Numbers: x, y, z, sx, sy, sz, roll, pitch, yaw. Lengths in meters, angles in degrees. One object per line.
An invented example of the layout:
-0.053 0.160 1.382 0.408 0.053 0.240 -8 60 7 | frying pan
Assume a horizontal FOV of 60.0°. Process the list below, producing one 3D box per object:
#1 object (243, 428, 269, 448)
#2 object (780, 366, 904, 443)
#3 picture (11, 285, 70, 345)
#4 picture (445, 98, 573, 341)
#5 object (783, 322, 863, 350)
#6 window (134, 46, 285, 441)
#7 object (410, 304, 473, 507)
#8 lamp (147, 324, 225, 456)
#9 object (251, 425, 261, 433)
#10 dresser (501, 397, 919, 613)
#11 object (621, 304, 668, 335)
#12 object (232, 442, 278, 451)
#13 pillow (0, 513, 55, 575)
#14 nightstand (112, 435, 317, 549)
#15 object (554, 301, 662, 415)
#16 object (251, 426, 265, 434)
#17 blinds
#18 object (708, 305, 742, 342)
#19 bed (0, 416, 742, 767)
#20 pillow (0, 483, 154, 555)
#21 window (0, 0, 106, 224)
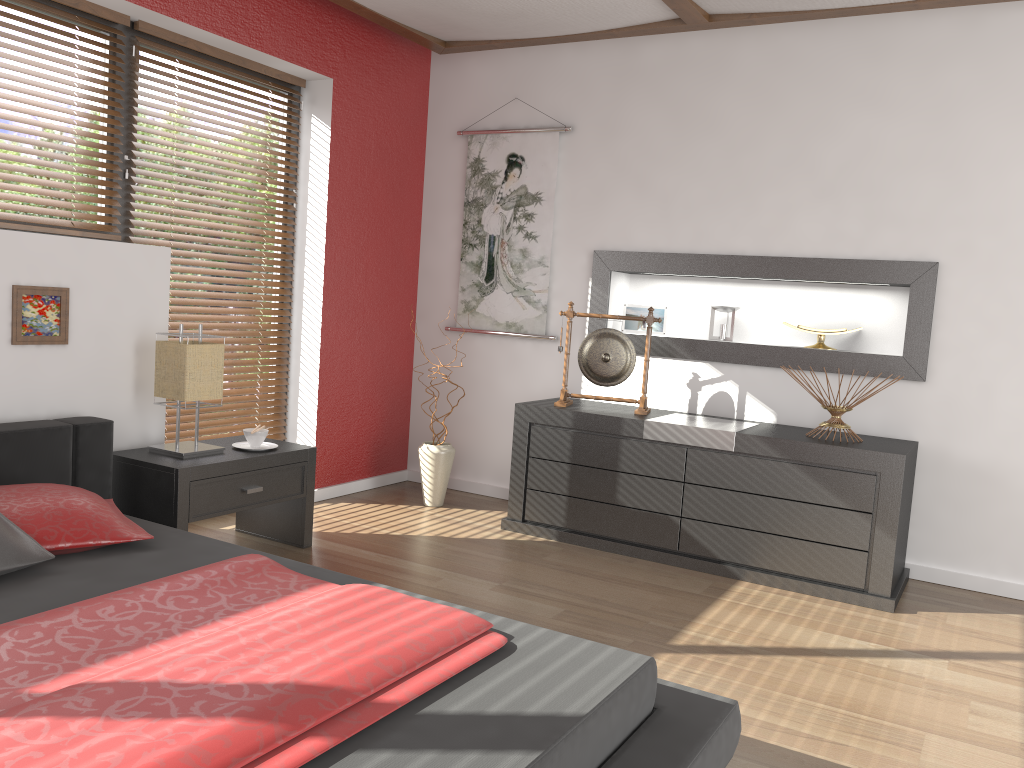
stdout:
-1.033 0.220 3.572 0.099 0.069 0.099 0 6 -35 | object
1.354 0.086 3.689 0.481 0.282 0.481 4 5 -4 | object
-1.620 -0.235 3.050 0.010 0.200 0.200 7 6 29 | picture
-0.026 -0.893 4.774 0.701 1.270 0.028 7 6 29 | picture
1.443 -0.220 4.137 0.350 0.116 0.181 6 6 19 | object
-1.402 -0.501 4.104 0.020 1.893 0.889 7 6 29 | window
-0.406 0.118 4.530 0.364 1.035 0.422 4 5 5 | object
-1.229 0.012 3.375 0.200 0.480 0.200 7 6 29 | lamp
-1.033 0.181 3.575 0.007 0.007 0.192 3 5 -6 | object
0.854 0.468 4.007 1.740 0.608 0.540 7 6 29 | dresser
0.679 -0.331 4.547 0.226 0.146 0.041 5 5 9 | object
-1.035 0.252 3.575 0.179 0.012 0.179 0 6 -35 | object
-1.498 0.363 2.029 0.386 0.241 0.744 6 6 25 | pillow
-1.167 0.469 3.501 0.413 0.423 0.700 7 6 29 | nightstand
0.447 -0.129 4.181 0.490 0.498 0.173 5 5 14 | object
-1.018 0.184 3.557 0.007 0.007 0.192 4 5 -1 | object
-2.311 -0.369 2.380 0.032 1.952 4.840 7 6 29 | blinds
1.047 -0.298 4.378 0.159 0.171 0.159 3 5 -12 | object
-1.102 0.572 1.590 2.413 0.577 2.469 7 6 29 | bed
-1.425 0.381 2.448 0.745 0.172 0.418 -1 7 -41 | pillow
-2.329 -0.951 2.363 0.020 0.786 2.817 7 6 29 | window
